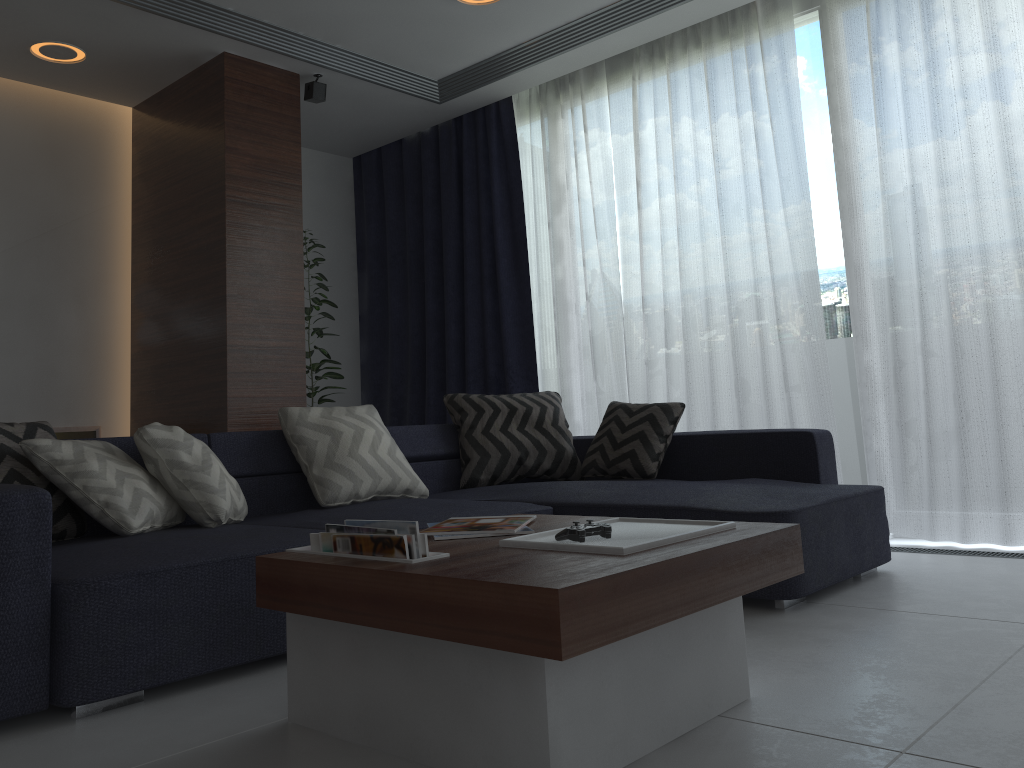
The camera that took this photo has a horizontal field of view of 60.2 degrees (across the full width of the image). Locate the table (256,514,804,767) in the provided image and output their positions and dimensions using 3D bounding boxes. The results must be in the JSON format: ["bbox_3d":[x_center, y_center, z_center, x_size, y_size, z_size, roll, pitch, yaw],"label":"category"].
[{"bbox_3d":[0.048,0.487,1.809,0.800,0.356,0.798,-6,-5,42],"label":"table"}]

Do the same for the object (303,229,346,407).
[{"bbox_3d":[-1.208,-0.033,5.298,0.502,1.865,0.478,-4,-8,11],"label":"object"}]

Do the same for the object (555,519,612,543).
[{"bbox_3d":[0.146,0.291,1.761,0.112,0.037,0.070,-1,-4,-35],"label":"object"}]

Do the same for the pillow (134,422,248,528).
[{"bbox_3d":[-1.031,0.296,2.874,0.280,0.355,0.414,-3,-5,-5],"label":"pillow"}]

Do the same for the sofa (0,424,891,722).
[{"bbox_3d":[-0.189,0.422,2.883,1.887,0.614,2.866,-6,-4,42],"label":"sofa"}]

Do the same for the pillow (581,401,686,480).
[{"bbox_3d":[0.519,0.239,3.855,0.285,0.348,0.412,2,-7,-43],"label":"pillow"}]

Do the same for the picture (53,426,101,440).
[{"bbox_3d":[-2.433,0.582,4.697,0.083,0.706,0.498,-10,-9,42],"label":"picture"}]

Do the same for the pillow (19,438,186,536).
[{"bbox_3d":[-1.202,0.302,2.646,0.330,0.297,0.412,-3,-4,4],"label":"pillow"}]

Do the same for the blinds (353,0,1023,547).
[{"bbox_3d":[-0.357,-0.699,2.084,5.788,2.801,7.087,1,-5,-44],"label":"blinds"}]

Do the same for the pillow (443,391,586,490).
[{"bbox_3d":[0.010,0.288,4.102,0.598,0.524,0.351,-1,-6,-17],"label":"pillow"}]

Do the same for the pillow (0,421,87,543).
[{"bbox_3d":[-1.428,0.274,2.552,0.221,0.390,0.412,-4,-5,13],"label":"pillow"}]

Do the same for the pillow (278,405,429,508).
[{"bbox_3d":[-0.618,0.270,3.421,0.340,0.392,0.493,-8,-7,42],"label":"pillow"}]

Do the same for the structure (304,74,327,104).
[{"bbox_3d":[-1.091,-1.632,4.899,0.084,0.144,0.113,3,-8,-43],"label":"structure"}]
